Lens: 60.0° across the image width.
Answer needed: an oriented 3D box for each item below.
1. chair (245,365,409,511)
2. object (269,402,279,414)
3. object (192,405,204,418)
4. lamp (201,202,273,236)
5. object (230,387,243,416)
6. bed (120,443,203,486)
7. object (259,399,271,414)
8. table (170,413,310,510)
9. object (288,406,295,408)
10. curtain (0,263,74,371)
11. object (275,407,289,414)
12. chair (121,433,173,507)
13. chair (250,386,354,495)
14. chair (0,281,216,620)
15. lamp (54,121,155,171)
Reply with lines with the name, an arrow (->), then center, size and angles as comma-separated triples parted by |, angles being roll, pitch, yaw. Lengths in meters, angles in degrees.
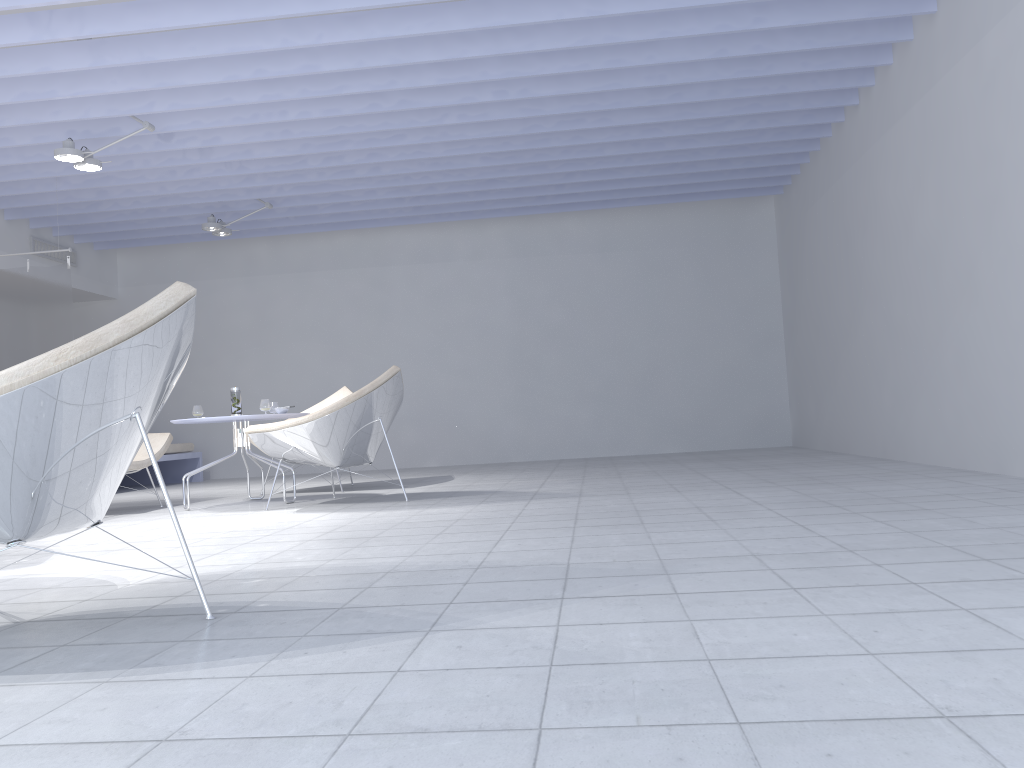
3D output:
chair -> -0.938, 0.297, 5.059 | 0.753, 0.759, 0.906 | -5, -3, 23
object -> -1.539, 0.163, 5.735 | 0.068, 0.091, 0.068 | -3, -3, -5
object -> -1.963, 0.180, 5.540 | 0.068, 0.091, 0.068 | -3, -3, -5
lamp -> -2.398, -1.462, 7.801 | 0.587, 0.218, 0.380 | -4, -3, 5
object -> -1.706, 0.116, 5.488 | 0.075, 0.185, 0.075 | -2, -3, -32
bed -> -4.267, 0.803, 8.077 | 2.016, 0.427, 2.200 | -4, -3, 5
object -> -1.464, 0.138, 5.266 | 0.068, 0.091, 0.068 | -3, -3, -5
table -> -1.648, 0.471, 5.446 | 0.825, 0.534, 0.823 | -3, -3, -18
object -> -1.372, 0.143, 5.401 | 0.098, 0.016, 0.012 | -4, -3, 5
curtain -> -4.411, -0.111, 7.022 | 1.998, 1.559, 0.125 | -4, -3, 4
object -> -1.402, 0.165, 5.408 | 0.082, 0.043, 0.082 | -4, -3, 7
chair -> -2.625, 0.414, 5.375 | 0.753, 0.759, 0.906 | -4, -3, 9
chair -> -1.364, 0.385, 6.448 | 0.906, 0.759, 0.753 | -4, -3, 20
chair -> -1.058, 0.165, 1.990 | 0.753, 0.759, 0.906 | -4, -3, 0
lamp -> -2.591, -1.546, 5.700 | 0.587, 0.218, 0.380 | -4, -3, 5
